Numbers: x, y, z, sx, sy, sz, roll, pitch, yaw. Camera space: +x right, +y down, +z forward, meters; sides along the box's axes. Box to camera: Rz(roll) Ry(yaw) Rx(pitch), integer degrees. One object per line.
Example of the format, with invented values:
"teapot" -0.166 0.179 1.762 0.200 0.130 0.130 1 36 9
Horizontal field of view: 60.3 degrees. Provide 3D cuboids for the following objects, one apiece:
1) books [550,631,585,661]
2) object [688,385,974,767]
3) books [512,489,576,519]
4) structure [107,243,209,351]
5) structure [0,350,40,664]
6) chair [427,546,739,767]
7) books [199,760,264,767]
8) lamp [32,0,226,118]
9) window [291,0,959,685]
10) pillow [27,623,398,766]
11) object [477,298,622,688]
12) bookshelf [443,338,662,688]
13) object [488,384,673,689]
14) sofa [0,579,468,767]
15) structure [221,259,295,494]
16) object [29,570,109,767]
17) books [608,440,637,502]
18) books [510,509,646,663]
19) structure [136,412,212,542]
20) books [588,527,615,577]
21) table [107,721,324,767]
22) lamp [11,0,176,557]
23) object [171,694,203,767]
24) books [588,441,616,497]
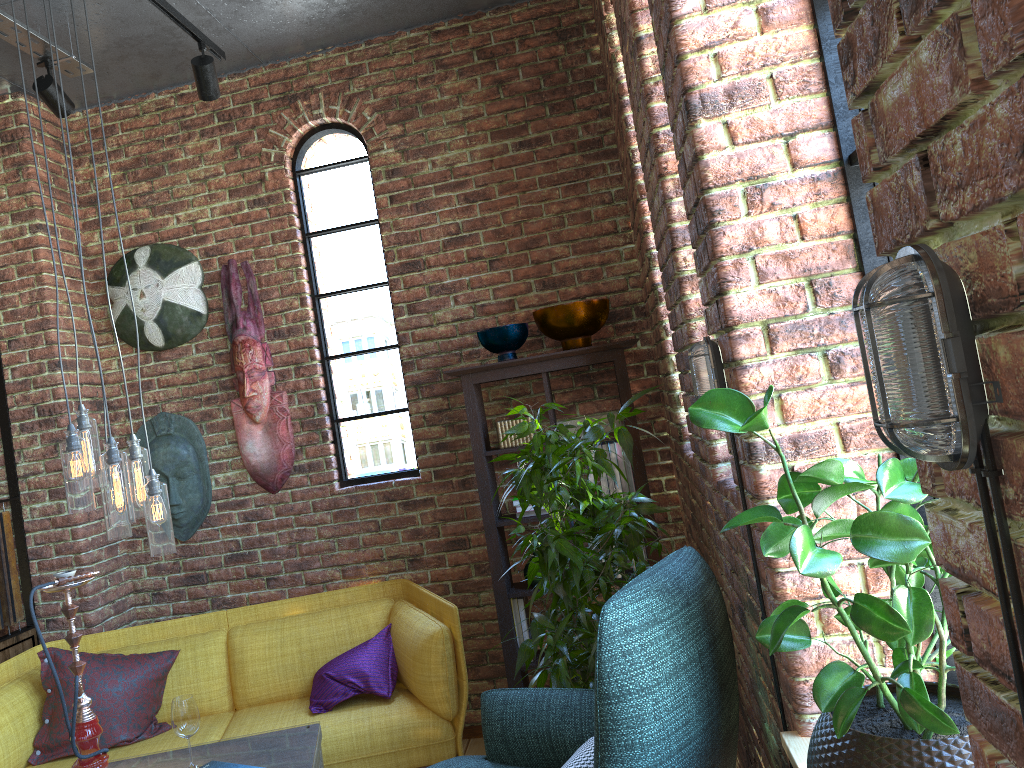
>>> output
"books" 0.309 1.090 3.718 0.308 0.088 0.240 -10 -1 11
"object" 0.490 0.305 1.111 0.401 0.664 0.491 -11 -3 31
"books" 0.146 0.511 3.783 0.273 0.080 0.175 -9 -1 9
"structure" -1.753 -0.425 4.324 0.539 0.522 0.145 -10 -3 10
"structure" -4.741 0.643 0.950 5.970 3.332 5.902 -9 -1 -8
"chair" 0.044 1.005 2.152 1.073 1.100 0.774 -11 -3 32
"books" -0.867 1.189 2.645 0.284 0.028 0.154 -10 -1 33
"lamp" -4.543 -0.794 1.234 6.355 0.274 7.114 -9 -1 8
"window" -0.359 -0.416 1.690 3.318 2.433 8.822 -9 -1 -27
"pillow" -1.229 1.203 3.693 1.491 0.454 0.400 -9 -2 -2
"object" 0.255 0.557 3.747 0.614 1.765 0.324 -10 -3 4
"bookshelf" 0.264 0.703 3.755 0.829 1.671 0.311 -10 -3 10
"object" 0.266 0.764 2.893 0.713 1.532 0.873 -9 -3 -13
"sofa" -1.184 1.397 3.644 1.977 0.764 0.796 -9 -2 -6
"structure" -1.241 -0.032 4.268 0.217 1.149 0.236 -7 -4 -36
"object" -1.293 0.916 2.601 0.169 0.705 0.259 -9 -3 -2
"books" 0.467 0.368 3.734 0.081 0.258 0.175 -10 -2 7
"books" 0.285 0.849 3.754 0.595 0.576 0.187 -10 -3 9
"structure" -1.651 0.452 4.281 0.373 0.641 0.102 -10 -3 11
"books" 0.372 0.682 3.743 0.086 0.273 0.170 -10 -3 7
"table" -1.026 1.487 2.658 0.928 0.509 0.755 -9 -2 -6
"lamp" -1.485 -0.478 2.853 0.523 2.124 0.276 -12 -4 33
"object" -1.036 1.117 2.815 0.087 0.229 0.095 -7 -4 -44
"books" 0.367 0.385 3.762 0.126 0.259 0.160 -10 -3 8
